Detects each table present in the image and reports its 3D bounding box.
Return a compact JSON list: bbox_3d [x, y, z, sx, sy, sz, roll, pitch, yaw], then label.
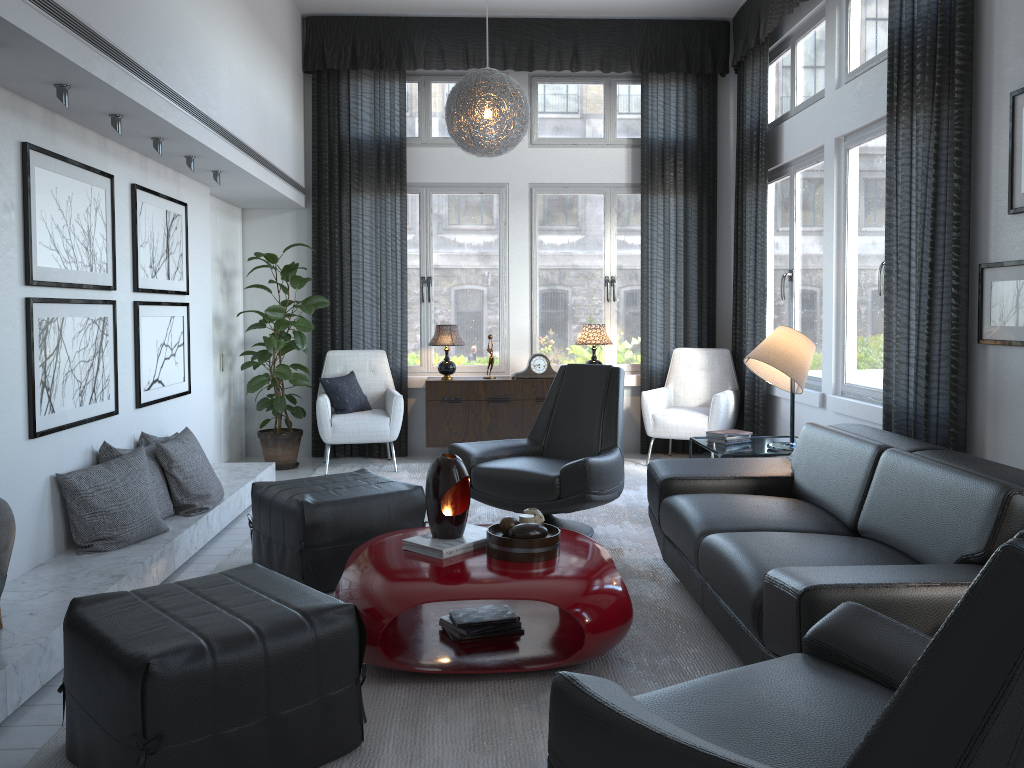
[{"bbox_3d":[-0.108,0.696,3.010,0.942,0.300,0.941,0,4,-3],"label":"table"},{"bbox_3d":[1.274,0.513,4.561,0.593,0.410,0.594,0,4,-3],"label":"table"}]

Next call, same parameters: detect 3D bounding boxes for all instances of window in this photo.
[{"bbox_3d":[-0.658,-1.218,6.782,1.268,2.319,0.133,0,2,-3],"label":"window"},{"bbox_3d":[0.759,-1.229,6.847,1.268,2.319,0.133,0,2,-3],"label":"window"},{"bbox_3d":[1.858,-1.153,5.860,0.133,2.319,1.270,0,3,-3],"label":"window"},{"bbox_3d":[1.923,-1.039,4.444,0.133,2.319,1.270,0,3,-3],"label":"window"}]

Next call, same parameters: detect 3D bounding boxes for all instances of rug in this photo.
[{"bbox_3d":[0.275,0.873,2.617,2.954,0.032,7.787,0,5,-3],"label":"rug"}]

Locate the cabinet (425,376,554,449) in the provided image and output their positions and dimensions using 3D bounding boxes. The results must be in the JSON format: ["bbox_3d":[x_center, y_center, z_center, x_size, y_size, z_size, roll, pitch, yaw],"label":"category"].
[{"bbox_3d":[0.071,0.261,6.565,1.399,0.611,0.387,0,3,-3],"label":"cabinet"}]

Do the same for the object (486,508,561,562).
[{"bbox_3d":[0.038,0.491,2.920,0.243,0.133,0.242,3,5,35],"label":"object"}]

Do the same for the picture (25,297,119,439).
[{"bbox_3d":[-1.793,-0.089,3.654,0.020,0.522,0.793,0,4,-3],"label":"picture"}]

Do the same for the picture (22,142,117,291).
[{"bbox_3d":[-1.793,-0.654,3.631,0.020,0.522,0.793,0,4,-3],"label":"picture"}]

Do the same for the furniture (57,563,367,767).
[{"bbox_3d":[-0.760,0.730,2.232,0.614,0.377,0.599,-4,6,-44],"label":"furniture"}]

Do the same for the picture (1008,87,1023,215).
[{"bbox_3d":[1.937,-0.863,3.122,0.020,0.466,0.590,0,4,-3],"label":"picture"}]

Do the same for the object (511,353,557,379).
[{"bbox_3d":[0.199,-0.133,6.521,0.406,0.180,0.181,0,3,-3],"label":"object"}]

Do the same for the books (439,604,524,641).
[{"bbox_3d":[-0.102,0.811,3.032,0.272,0.054,0.204,-3,5,-27],"label":"books"}]

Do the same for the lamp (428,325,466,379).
[{"bbox_3d":[-0.476,-0.234,6.473,0.280,0.397,0.281,1,3,23],"label":"lamp"}]

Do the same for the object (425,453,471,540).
[{"bbox_3d":[-0.219,0.377,3.007,0.151,0.280,0.153,2,4,37],"label":"object"}]

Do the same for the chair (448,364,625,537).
[{"bbox_3d":[0.225,0.321,4.446,0.841,0.809,0.806,2,4,35],"label":"chair"}]

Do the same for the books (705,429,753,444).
[{"bbox_3d":[1.145,0.279,4.690,0.215,0.050,0.161,-3,5,-30],"label":"books"}]

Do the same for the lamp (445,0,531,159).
[{"bbox_3d":[-0.146,-1.998,5.265,0.512,1.304,0.515,-1,3,-8],"label":"lamp"}]

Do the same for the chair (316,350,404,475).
[{"bbox_3d":[-1.090,0.179,6.303,0.594,0.822,0.614,-1,3,-13],"label":"chair"}]

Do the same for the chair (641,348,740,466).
[{"bbox_3d":[1.300,0.161,6.398,0.594,0.822,0.614,1,4,27],"label":"chair"}]

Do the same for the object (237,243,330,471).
[{"bbox_3d":[-1.607,-0.191,6.178,0.937,1.587,0.640,2,4,43],"label":"object"}]

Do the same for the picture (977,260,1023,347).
[{"bbox_3d":[1.926,-0.311,3.415,0.020,0.326,0.428,0,4,-3],"label":"picture"}]

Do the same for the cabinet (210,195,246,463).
[{"bbox_3d":[-2.100,-0.334,6.142,0.191,1.892,1.174,0,3,-3],"label":"cabinet"}]

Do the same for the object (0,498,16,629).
[{"bbox_3d":[-1.617,0.443,2.693,0.175,0.579,0.196,-1,3,-22],"label":"object"}]

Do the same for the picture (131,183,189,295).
[{"bbox_3d":[-1.840,-0.737,4.670,0.020,0.522,0.793,0,4,-3],"label":"picture"}]

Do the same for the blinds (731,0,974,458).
[{"bbox_3d":[1.747,-0.975,5.160,0.189,3.271,3.219,0,3,-3],"label":"blinds"}]

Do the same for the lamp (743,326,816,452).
[{"bbox_3d":[1.564,0.245,4.044,0.475,1.013,1.170,-2,4,-28],"label":"lamp"}]

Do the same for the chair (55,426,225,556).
[{"bbox_3d":[-1.626,0.434,4.116,0.391,0.430,1.339,0,4,-2],"label":"chair"}]

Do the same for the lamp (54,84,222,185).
[{"bbox_3d":[-1.550,-0.976,2.843,0.053,0.081,4.263,0,5,-3],"label":"lamp"}]

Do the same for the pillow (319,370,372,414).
[{"bbox_3d":[-1.177,0.062,6.291,0.253,0.295,0.357,1,4,24],"label":"pillow"}]

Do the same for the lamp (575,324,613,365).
[{"bbox_3d":[0.604,-0.243,6.523,0.280,0.397,0.281,1,3,23],"label":"lamp"}]

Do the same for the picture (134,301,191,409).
[{"bbox_3d":[-1.838,-0.173,4.693,0.020,0.522,0.793,0,4,-3],"label":"picture"}]

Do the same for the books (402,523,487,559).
[{"bbox_3d":[-0.190,0.532,3.014,0.201,0.030,0.307,4,6,42],"label":"books"}]

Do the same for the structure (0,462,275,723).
[{"bbox_3d":[-1.532,0.855,2.016,0.393,0.134,7.224,0,5,-3],"label":"structure"}]

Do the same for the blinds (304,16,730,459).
[{"bbox_3d":[0.056,-1.091,6.688,3.212,3.272,0.189,0,2,-3],"label":"blinds"}]

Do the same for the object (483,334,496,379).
[{"bbox_3d":[-0.166,-0.203,6.517,0.096,0.324,0.096,0,3,-3],"label":"object"}]

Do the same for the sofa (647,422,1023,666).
[{"bbox_3d":[1.106,0.525,3.083,0.936,0.615,1.909,0,4,-3],"label":"sofa"}]

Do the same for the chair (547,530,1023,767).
[{"bbox_3d":[0.602,0.559,1.476,0.841,0.809,0.806,-2,4,-30],"label":"chair"}]

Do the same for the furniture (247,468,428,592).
[{"bbox_3d":[-0.750,0.604,3.789,0.599,0.377,0.614,-3,5,-39],"label":"furniture"}]
